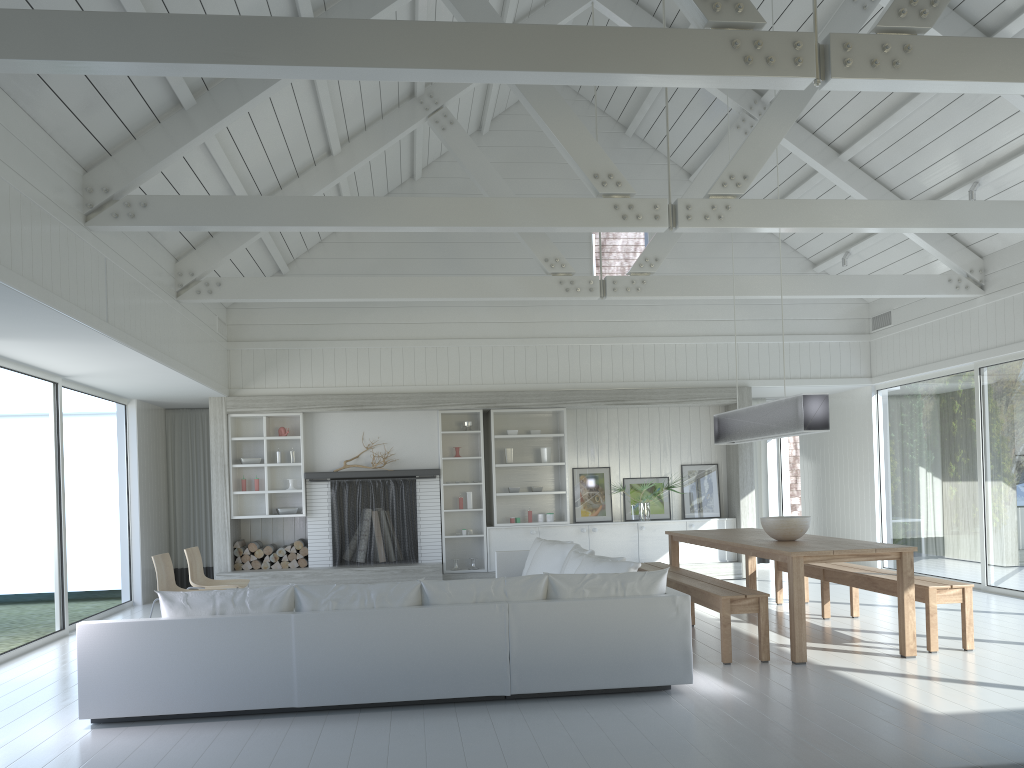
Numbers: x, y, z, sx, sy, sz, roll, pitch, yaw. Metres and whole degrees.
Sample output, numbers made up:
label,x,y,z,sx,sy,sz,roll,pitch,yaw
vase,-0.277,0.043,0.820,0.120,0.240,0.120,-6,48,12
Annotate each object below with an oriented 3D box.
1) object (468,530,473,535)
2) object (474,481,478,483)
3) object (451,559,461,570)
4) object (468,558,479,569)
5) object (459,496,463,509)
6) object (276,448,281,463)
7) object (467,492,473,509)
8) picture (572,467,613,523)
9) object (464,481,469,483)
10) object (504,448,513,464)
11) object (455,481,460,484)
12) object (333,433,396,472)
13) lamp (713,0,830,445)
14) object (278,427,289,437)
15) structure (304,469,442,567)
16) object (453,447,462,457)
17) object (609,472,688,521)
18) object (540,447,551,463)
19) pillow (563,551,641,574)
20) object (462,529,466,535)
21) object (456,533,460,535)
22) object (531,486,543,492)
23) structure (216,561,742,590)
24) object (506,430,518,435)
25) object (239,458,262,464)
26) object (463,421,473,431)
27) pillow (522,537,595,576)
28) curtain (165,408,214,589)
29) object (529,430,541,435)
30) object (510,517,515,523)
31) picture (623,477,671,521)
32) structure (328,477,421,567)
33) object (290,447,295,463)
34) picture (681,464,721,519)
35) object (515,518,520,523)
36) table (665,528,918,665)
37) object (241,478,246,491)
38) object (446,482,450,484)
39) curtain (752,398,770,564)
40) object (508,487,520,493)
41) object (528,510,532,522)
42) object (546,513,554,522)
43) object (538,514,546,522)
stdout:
label,x,y,z,sx,sy,sz,roll,pitch,yaw
object,-0.520,1.844,10.979,0.058,0.061,0.057,-1,-3,-7
object,-0.454,1.232,11.084,0.054,0.025,0.054,-1,-5,-7
object,-0.697,2.238,10.951,0.137,0.130,0.137,-4,-4,36
object,-0.480,2.234,10.976,0.137,0.130,0.137,-4,-4,36
object,-0.635,1.458,10.968,0.054,0.196,0.054,-2,-1,-7
object,-2.810,0.864,10.622,0.054,0.196,0.054,-2,-1,-6
object,-0.529,1.449,10.979,0.072,0.211,0.071,-2,-1,-7
picture,1.030,1.416,11.257,0.494,0.703,0.065,-2,0,-7
object,-0.566,1.227,11.016,0.054,0.025,0.054,-1,-5,-7
object,-0.038,0.906,11.035,0.102,0.196,0.103,-2,-2,-7
object,-0.677,1.223,10.948,0.054,0.025,0.054,-1,-5,-7
object,-1.701,0.809,10.609,0.783,0.502,0.459,2,-5,-37
lamp,2.051,-1.658,7.391,0.200,4.238,1.911,-2,-1,-7
object,-2.756,0.577,10.621,0.232,0.126,0.059,-6,-4,38
structure,-1.695,1.727,10.964,1.616,1.285,0.862,-1,-2,-7
object,-0.679,0.853,10.966,0.137,0.130,0.137,-4,-4,36
object,1.728,1.405,11.049,0.971,0.629,0.624,-1,-3,-9
object,0.428,0.898,11.089,0.103,0.196,0.102,-3,-2,38
pillow,0.591,1.506,6.498,0.465,0.476,1.324,-1,-6,-15
object,-0.594,1.841,10.972,0.054,0.071,0.054,-1,-3,-7
object,-0.671,1.866,10.963,0.054,0.025,0.054,-1,-5,-7
object,0.316,1.339,11.215,0.141,0.066,0.142,-1,-5,-7
structure,-0.349,2.408,11.413,6.346,0.346,1.891,-1,-6,-7
object,0.003,0.615,11.043,0.141,0.066,0.142,-1,-5,-7
object,-3.143,0.933,10.599,0.242,0.072,0.243,1,-7,-22
object,-0.547,0.530,10.957,0.162,0.124,0.162,-4,-5,26
pillow,0.439,1.702,8.155,0.462,0.476,2.067,-1,-6,-14
curtain,-4.199,1.498,11.555,0.630,2.368,0.116,-2,0,-7
object,0.293,0.626,11.219,0.141,0.066,0.142,-1,-5,-7
object,0.005,1.702,11.024,0.054,0.071,0.054,0,-3,-28
picture,1.739,1.479,11.349,0.609,0.553,0.053,-1,0,-7
structure,-1.654,1.662,10.611,1.097,1.062,0.116,-1,0,-7
object,-2.645,0.861,10.641,0.054,0.196,0.054,-2,-1,-6
picture,2.451,1.390,11.421,0.494,0.703,0.065,-2,0,-7
object,0.071,1.709,11.057,0.058,0.061,0.057,0,-4,-29
table,2.164,1.676,7.428,0.905,0.761,2.963,-1,-6,-7
object,-3.215,1.191,10.573,0.054,0.196,0.054,-2,-1,-6
object,-0.789,1.219,10.881,0.054,0.025,0.054,-1,-5,-7
curtain,3.185,1.383,12.546,1.006,2.368,0.116,-2,0,-6
object,0.025,1.328,11.039,0.141,0.066,0.142,-1,-5,-7
object,0.226,1.638,11.066,0.054,0.196,0.054,-2,-1,-7
object,0.479,1.672,11.064,0.085,0.111,0.085,-3,-3,28
object,0.378,1.690,11.121,0.092,0.095,0.090,-3,-4,27
